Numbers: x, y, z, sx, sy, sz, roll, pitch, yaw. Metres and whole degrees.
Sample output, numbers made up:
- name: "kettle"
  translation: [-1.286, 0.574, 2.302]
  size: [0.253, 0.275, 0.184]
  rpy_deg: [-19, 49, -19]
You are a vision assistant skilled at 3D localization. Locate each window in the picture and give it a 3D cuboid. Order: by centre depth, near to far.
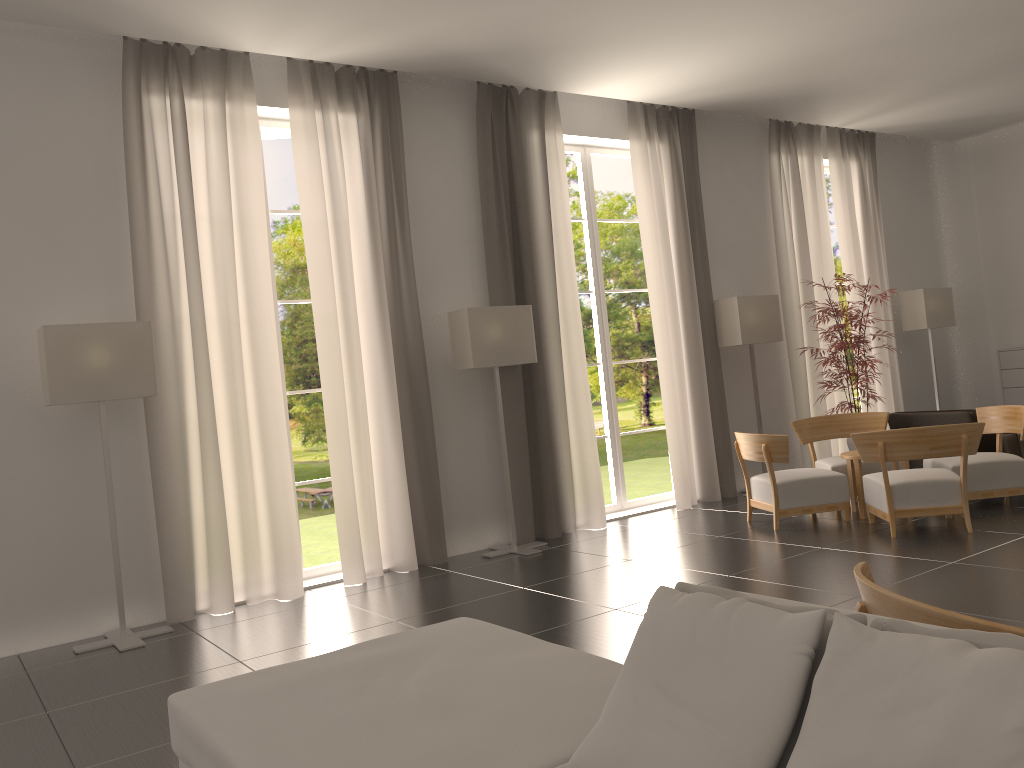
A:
- name: "window"
  translation: [15.310, -4.916, 10.190]
  size: [48.663, 20.589, 99.013]
  rpy_deg: [-6, 0, -34]
- name: "window"
  translation: [-2.955, -0.440, 10.929]
  size: [2.645, 5.752, 0.110]
  rpy_deg: [-5, -1, -34]
- name: "window"
  translation: [1.401, -0.883, 13.900]
  size: [2.645, 5.752, 0.110]
  rpy_deg: [-5, -1, -34]
- name: "window"
  translation: [5.756, -1.327, 16.872]
  size: [2.645, 5.752, 0.110]
  rpy_deg: [-5, -1, -34]

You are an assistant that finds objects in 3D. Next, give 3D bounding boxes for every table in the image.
- name: "table"
  translation: [4.783, 1.283, 11.552]
  size: [0.870, 0.803, 0.869]
  rpy_deg: [-6, -1, -12]

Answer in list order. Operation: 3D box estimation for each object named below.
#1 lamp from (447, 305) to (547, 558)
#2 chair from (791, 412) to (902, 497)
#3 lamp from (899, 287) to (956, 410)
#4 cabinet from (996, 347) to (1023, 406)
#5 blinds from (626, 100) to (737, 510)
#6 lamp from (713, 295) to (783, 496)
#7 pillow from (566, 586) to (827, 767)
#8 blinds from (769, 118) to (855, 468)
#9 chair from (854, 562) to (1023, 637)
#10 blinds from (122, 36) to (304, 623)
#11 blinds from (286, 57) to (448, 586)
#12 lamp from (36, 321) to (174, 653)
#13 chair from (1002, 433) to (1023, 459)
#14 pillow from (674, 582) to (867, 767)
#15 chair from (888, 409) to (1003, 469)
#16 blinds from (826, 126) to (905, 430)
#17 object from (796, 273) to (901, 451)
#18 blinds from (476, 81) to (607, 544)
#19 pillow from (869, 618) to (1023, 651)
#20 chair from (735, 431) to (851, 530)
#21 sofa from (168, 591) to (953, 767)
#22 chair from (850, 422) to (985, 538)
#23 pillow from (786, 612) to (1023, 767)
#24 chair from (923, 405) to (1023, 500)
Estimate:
- name: "lamp"
  translation: [-0.131, 0.594, 11.598]
  size: [1.001, 3.180, 0.907]
  rpy_deg: [-5, -1, -34]
- name: "chair"
  translation: [4.870, 1.063, 12.711]
  size: [1.452, 1.227, 1.150]
  rpy_deg: [-6, -1, 1]
- name: "lamp"
  translation: [8.253, -0.260, 17.318]
  size: [1.001, 3.180, 0.907]
  rpy_deg: [-5, -1, -34]
- name: "cabinet"
  translation: [10.659, 0.146, 15.981]
  size: [1.041, 1.877, 3.077]
  rpy_deg: [-5, -1, -34]
- name: "blinds"
  translation: [2.694, -1.328, 14.073]
  size: [1.551, 6.434, 0.417]
  rpy_deg: [-5, -1, -38]
- name: "lamp"
  translation: [3.969, 0.176, 14.396]
  size: [1.001, 3.180, 0.907]
  rpy_deg: [-5, -1, -34]
- name: "pillow"
  translation: [0.613, 1.054, 2.990]
  size: [0.585, 0.599, 0.801]
  rpy_deg: [-5, -1, -35]
- name: "blinds"
  translation: [5.357, -1.599, 15.893]
  size: [1.551, 6.434, 0.414]
  rpy_deg: [-5, -1, -30]
- name: "chair"
  translation: [2.050, 1.339, 3.349]
  size: [1.151, 1.227, 1.451]
  rpy_deg: [-6, -1, -9]
- name: "blinds"
  translation: [-3.380, -0.709, 9.931]
  size: [1.551, 6.434, 0.414]
  rpy_deg: [-5, -1, -30]
- name: "blinds"
  translation: [-1.789, -0.871, 11.015]
  size: [1.551, 6.434, 0.417]
  rpy_deg: [-5, -1, -38]
- name: "lamp"
  translation: [-4.052, 0.993, 8.923]
  size: [1.001, 3.180, 0.907]
  rpy_deg: [-5, -1, -34]
- name: "chair"
  translation: [8.026, 0.806, 12.627]
  size: [1.501, 1.076, 1.536]
  rpy_deg: [-6, -1, -34]
- name: "pillow"
  translation: [0.732, 1.063, 3.066]
  size: [0.549, 0.577, 0.918]
  rpy_deg: [-5, -1, -34]
- name: "chair"
  translation: [7.029, 0.910, 14.104]
  size: [1.501, 1.076, 1.536]
  rpy_deg: [-6, -1, -34]
- name: "blinds"
  translation: [6.753, -1.741, 16.843]
  size: [1.551, 6.434, 0.417]
  rpy_deg: [-5, -1, -38]
- name: "object"
  translation: [5.347, -0.070, 14.111]
  size: [1.488, 3.399, 1.772]
  rpy_deg: [-7, -1, 41]
- name: "blinds"
  translation: [0.359, -1.090, 12.482]
  size: [1.551, 6.434, 0.414]
  rpy_deg: [-5, -1, -30]
- name: "pillow"
  translation: [1.218, 1.011, 2.341]
  size: [0.558, 0.592, 0.918]
  rpy_deg: [-5, -1, -34]
- name: "chair"
  translation: [3.619, 1.190, 11.624]
  size: [1.151, 1.227, 1.451]
  rpy_deg: [-6, -1, -9]
- name: "sofa"
  translation: [-1.029, 1.655, 1.715]
  size: [5.609, 1.205, 5.519]
  rpy_deg: [-6, 0, -34]
- name: "chair"
  translation: [4.722, 1.075, 10.373]
  size: [1.451, 1.227, 1.151]
  rpy_deg: [-6, -1, 11]
- name: "pillow"
  translation: [1.068, 1.008, 2.318]
  size: [0.596, 0.595, 0.801]
  rpy_deg: [-5, -1, -34]
- name: "chair"
  translation: [6.047, 0.940, 11.443]
  size: [1.150, 1.227, 1.452]
  rpy_deg: [-6, -1, 6]
